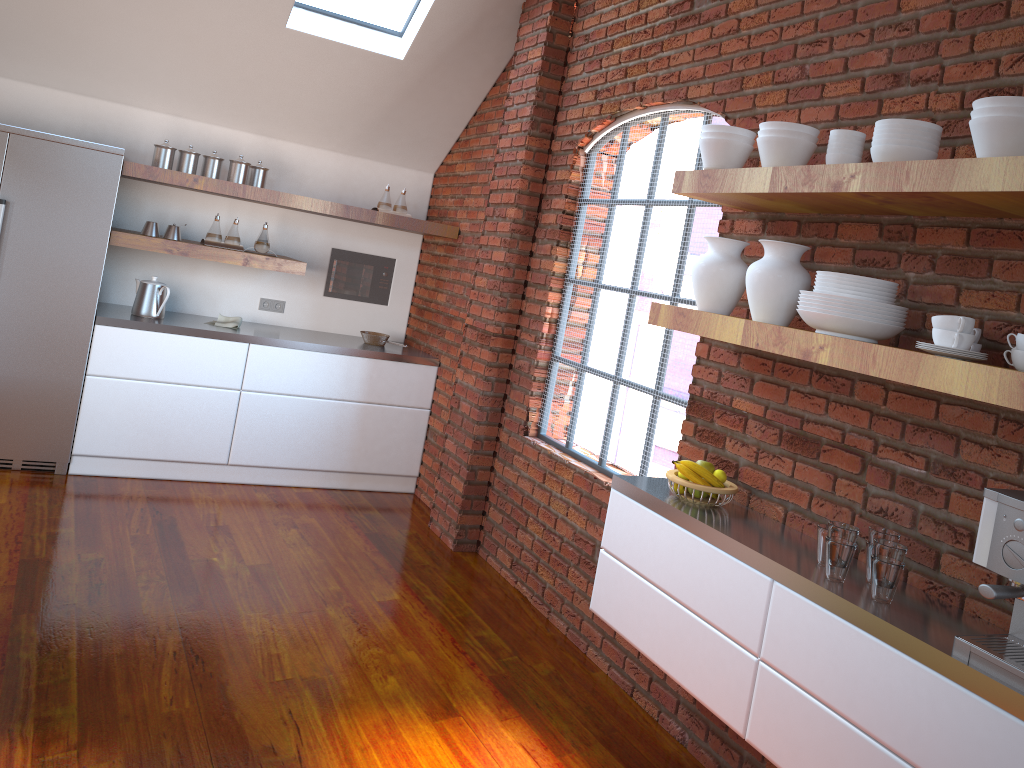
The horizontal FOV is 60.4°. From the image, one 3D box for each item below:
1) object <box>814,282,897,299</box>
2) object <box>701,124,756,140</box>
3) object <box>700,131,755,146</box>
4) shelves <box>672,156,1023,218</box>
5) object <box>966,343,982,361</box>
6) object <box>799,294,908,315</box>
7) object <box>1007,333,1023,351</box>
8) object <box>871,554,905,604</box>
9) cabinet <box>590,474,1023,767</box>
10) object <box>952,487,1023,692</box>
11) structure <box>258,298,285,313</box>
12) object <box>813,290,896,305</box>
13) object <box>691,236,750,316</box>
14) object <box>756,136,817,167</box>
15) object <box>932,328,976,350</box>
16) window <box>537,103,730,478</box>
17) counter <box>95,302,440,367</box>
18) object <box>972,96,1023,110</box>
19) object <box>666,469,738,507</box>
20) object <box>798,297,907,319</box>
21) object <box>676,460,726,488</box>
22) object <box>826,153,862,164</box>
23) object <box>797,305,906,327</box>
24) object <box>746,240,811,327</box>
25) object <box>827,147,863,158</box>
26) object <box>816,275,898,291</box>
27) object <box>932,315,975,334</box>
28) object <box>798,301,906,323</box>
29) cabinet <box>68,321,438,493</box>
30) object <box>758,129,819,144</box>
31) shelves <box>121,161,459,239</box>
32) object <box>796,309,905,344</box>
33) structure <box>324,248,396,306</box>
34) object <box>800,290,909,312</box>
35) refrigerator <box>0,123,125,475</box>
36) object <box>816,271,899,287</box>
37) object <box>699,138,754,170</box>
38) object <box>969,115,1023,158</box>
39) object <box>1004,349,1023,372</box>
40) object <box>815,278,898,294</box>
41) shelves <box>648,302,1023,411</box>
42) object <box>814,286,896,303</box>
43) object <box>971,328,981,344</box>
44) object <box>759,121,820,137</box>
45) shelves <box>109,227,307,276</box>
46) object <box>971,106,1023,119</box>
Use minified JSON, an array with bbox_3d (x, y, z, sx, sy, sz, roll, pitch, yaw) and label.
[{"bbox_3d":[0.932,-0.234,2.403,0.212,0.055,0.217,6,8,-34],"label":"object"},{"bbox_3d":[0.705,-0.784,2.903,0.181,0.103,0.181,11,6,10],"label":"object"},{"bbox_3d":[0.701,-0.762,2.903,0.181,0.103,0.181,11,6,10],"label":"object"},{"bbox_3d":[1.026,-0.524,2.385,0.334,0.076,1.558,7,8,-26],"label":"shelves"},{"bbox_3d":[1.132,-0.085,2.225,0.093,0.047,0.098,16,8,43],"label":"object"},{"bbox_3d":[0.925,-0.193,2.404,0.279,0.055,0.286,4,9,-43],"label":"object"},{"bbox_3d":[1.186,-0.078,1.987,0.092,0.058,0.101,10,5,-3],"label":"object"},{"bbox_3d":[0.906,0.478,2.140,0.077,0.104,0.079,10,3,-14],"label":"object"},{"bbox_3d":[0.801,0.720,2.388,0.334,0.473,1.646,9,7,-26],"label":"cabinet"},{"bbox_3d":[1.131,0.427,1.798,0.376,0.369,0.274,8,3,-26],"label":"object"},{"bbox_3d":[-1.581,-0.518,5.788,0.159,0.080,0.033,7,2,-26],"label":"structure"},{"bbox_3d":[0.928,-0.212,2.404,0.212,0.055,0.217,6,8,-34],"label":"object"},{"bbox_3d":[0.695,-0.359,2.940,0.193,0.249,0.192,11,3,13],"label":"object"},{"bbox_3d":[0.833,-0.689,2.698,0.181,0.103,0.181,11,6,10],"label":"object"},{"bbox_3d":[1.034,-0.100,2.071,0.098,0.047,0.093,7,7,-31],"label":"object"},{"bbox_3d":[3.919,0.672,1.883,3.595,9.883,17.687,10,5,-36],"label":"window"},{"bbox_3d":[-1.489,-0.305,5.440,1.968,0.044,0.725,7,8,-26],"label":"counter"},{"bbox_3d":[1.154,-0.591,2.032,0.182,0.103,0.180,14,7,34],"label":"object"},{"bbox_3d":[0.616,0.347,2.881,0.237,0.071,0.235,13,7,21],"label":"object"},{"bbox_3d":[0.923,-0.184,2.404,0.279,0.055,0.286,4,9,-43],"label":"object"},{"bbox_3d":[0.611,0.298,2.836,0.184,0.085,0.066,12,3,12],"label":"object"},{"bbox_3d":[0.954,-0.627,2.544,0.099,0.061,0.099,11,5,13],"label":"object"},{"bbox_3d":[0.919,-0.163,2.404,0.279,0.055,0.286,4,9,-43],"label":"object"},{"bbox_3d":[0.812,-0.306,2.692,0.194,0.249,0.191,12,3,36],"label":"object"},{"bbox_3d":[0.957,-0.643,2.544,0.099,0.061,0.099,11,5,13],"label":"object"},{"bbox_3d":[0.936,-0.253,2.403,0.212,0.055,0.217,6,8,-34],"label":"object"},{"bbox_3d":[1.035,-0.133,2.075,0.099,0.058,0.093,5,7,-43],"label":"object"},{"bbox_3d":[0.922,-0.174,2.404,0.279,0.055,0.286,4,9,-43],"label":"object"},{"bbox_3d":[-1.567,0.120,5.443,1.968,0.817,0.721,7,4,-26],"label":"cabinet"},{"bbox_3d":[0.837,-0.710,2.698,0.181,0.103,0.181,11,6,10],"label":"object"},{"bbox_3d":[-1.358,-1.125,5.462,1.961,0.076,0.664,7,8,-26],"label":"shelves"},{"bbox_3d":[0.918,-0.152,2.404,0.279,0.055,0.286,4,9,-43],"label":"object"},{"bbox_3d":[-1.037,-0.730,6.024,0.453,0.334,0.013,8,1,-26],"label":"structure"},{"bbox_3d":[0.927,-0.203,2.404,0.279,0.055,0.286,4,9,-43],"label":"object"},{"bbox_3d":[-2.758,-0.494,4.785,0.904,1.771,0.790,9,2,-26],"label":"refrigerator"},{"bbox_3d":[0.938,-0.263,2.403,0.212,0.055,0.217,6,8,-34],"label":"object"},{"bbox_3d":[0.697,-0.740,2.904,0.181,0.103,0.181,11,6,10],"label":"object"},{"bbox_3d":[1.146,-0.547,2.032,0.182,0.103,0.180,14,7,34],"label":"object"},{"bbox_3d":[1.175,-0.047,1.987,0.092,0.047,0.099,11,6,8],"label":"object"},{"bbox_3d":[0.934,-0.244,2.403,0.212,0.055,0.217,6,8,-34],"label":"object"},{"bbox_3d":[0.946,-0.078,2.386,0.334,0.076,1.558,7,8,-26],"label":"shelves"},{"bbox_3d":[0.930,-0.222,2.404,0.212,0.055,0.217,6,8,-34],"label":"object"},{"bbox_3d":[1.133,-0.118,2.228,0.093,0.058,0.099,14,6,32],"label":"object"},{"bbox_3d":[0.841,-0.733,2.698,0.181,0.103,0.181,11,6,10],"label":"object"},{"bbox_3d":[-1.830,-0.796,5.267,1.057,0.076,0.664,7,8,-26],"label":"shelves"},{"bbox_3d":[1.150,-0.568,2.032,0.182,0.103,0.180,14,7,34],"label":"object"}]
